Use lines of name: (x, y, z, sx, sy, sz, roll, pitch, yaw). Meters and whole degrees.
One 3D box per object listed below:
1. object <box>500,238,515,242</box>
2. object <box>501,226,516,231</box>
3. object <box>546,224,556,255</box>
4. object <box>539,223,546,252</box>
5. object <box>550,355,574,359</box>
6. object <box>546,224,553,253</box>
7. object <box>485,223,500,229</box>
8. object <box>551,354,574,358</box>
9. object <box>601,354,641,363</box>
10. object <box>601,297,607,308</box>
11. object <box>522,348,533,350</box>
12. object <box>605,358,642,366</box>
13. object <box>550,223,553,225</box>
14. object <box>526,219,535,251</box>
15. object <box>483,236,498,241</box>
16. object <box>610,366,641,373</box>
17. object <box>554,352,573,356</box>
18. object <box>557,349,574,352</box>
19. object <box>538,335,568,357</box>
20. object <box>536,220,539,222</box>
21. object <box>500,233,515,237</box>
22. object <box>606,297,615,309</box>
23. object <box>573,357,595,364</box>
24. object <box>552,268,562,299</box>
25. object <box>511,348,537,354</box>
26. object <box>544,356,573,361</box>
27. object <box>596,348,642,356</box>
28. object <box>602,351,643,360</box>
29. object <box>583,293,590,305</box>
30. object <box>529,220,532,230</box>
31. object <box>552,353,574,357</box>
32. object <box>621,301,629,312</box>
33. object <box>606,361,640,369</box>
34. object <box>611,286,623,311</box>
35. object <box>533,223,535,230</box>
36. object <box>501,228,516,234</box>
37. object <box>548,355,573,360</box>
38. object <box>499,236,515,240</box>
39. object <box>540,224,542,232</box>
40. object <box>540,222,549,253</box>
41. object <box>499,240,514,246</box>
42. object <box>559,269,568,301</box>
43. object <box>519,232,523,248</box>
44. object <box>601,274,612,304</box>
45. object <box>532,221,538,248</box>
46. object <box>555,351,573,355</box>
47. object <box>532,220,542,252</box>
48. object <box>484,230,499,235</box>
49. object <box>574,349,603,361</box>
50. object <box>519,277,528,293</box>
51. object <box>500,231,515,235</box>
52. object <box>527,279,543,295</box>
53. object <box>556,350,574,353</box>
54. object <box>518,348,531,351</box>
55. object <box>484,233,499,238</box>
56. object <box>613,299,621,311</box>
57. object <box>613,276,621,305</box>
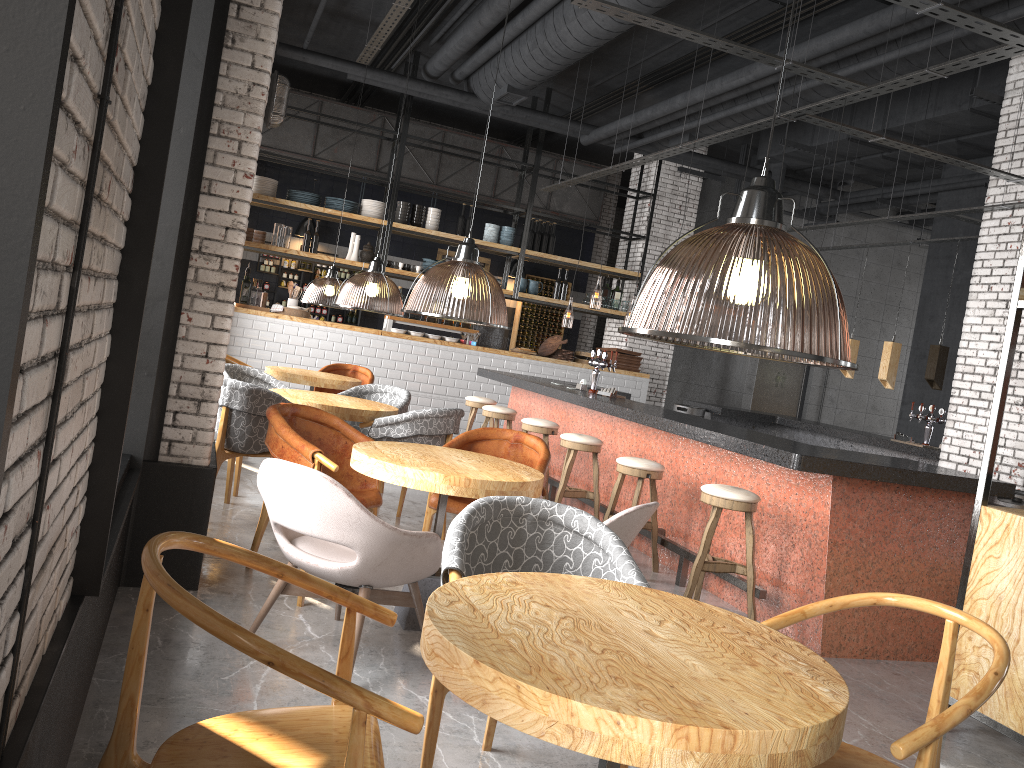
object: (-0.075, -2.003, 12.516, 0.218, 0.093, 0.219, 8, 3, -36)
object: (-0.052, -2.161, 12.514, 0.218, 0.091, 0.218, 9, 2, -2)
object: (0.572, -2.055, 12.633, 0.098, 0.458, 0.098, 8, 2, -42)
object: (0.427, -2.083, 12.724, 0.098, 0.458, 0.098, 8, 2, -42)
object: (0.667, -0.389, 12.534, 0.458, 0.019, 0.407, 10, 3, 9)
object: (0.528, -2.068, 12.760, 0.098, 0.458, 0.098, 8, 2, -42)
object: (-0.271, -2.204, 12.454, 0.210, 0.074, 0.210, 9, 2, -15)
object: (0.664, -0.406, 12.531, 0.407, 0.019, 0.457, 11, 3, 39)
object: (1.537, -0.370, 12.783, 0.404, 0.044, 0.637, 9, 3, -19)
object: (1.328, -1.193, 12.932, 0.118, 0.181, 0.118, 10, 2, 13)
object: (0.212, -0.481, 12.160, 0.184, 0.011, 0.254, 10, 3, 2)
object: (1.530, -0.327, 12.784, 0.404, 0.044, 0.637, 8, 3, -23)
object: (0.565, -2.291, 12.755, 0.046, 0.031, 0.046, 8, 2, -27)
object: (0.267, -2.101, 12.523, 0.098, 0.458, 0.098, 10, 1, 3)
object: (-0.303, -2.034, 12.459, 0.210, 0.069, 0.210, 11, 3, 36)
object: (1.516, -0.239, 12.786, 0.404, 0.044, 0.637, 8, 3, -24)
object: (0.660, -0.439, 12.524, 0.407, 0.019, 0.458, 11, 3, 23)
object: (0.670, -0.486, 12.525, 0.407, 0.019, 0.458, 11, 3, 27)
object: (0.557, -0.527, 12.369, 0.241, 0.338, 0.489, 8, 2, -34)
object: (0.360, -2.322, 12.681, 0.046, 0.031, 0.046, 8, 3, -42)
object: (-0.072, -2.067, 12.513, 0.218, 0.092, 0.218, 10, 2, 16)
object: (1.436, -1.178, 12.986, 0.118, 0.181, 0.119, 8, 2, -43)
object: (1.092, -0.331, 12.643, 0.437, 0.097, 0.437, 10, 2, 5)
object: (0.665, -1.447, 12.862, 0.098, 0.471, 0.098, 9, 2, -31)
object: (0.137, -0.464, 12.304, 0.214, 0.013, 0.522, 8, 3, -24)
object: (0.667, -0.357, 12.536, 0.458, 0.019, 0.406, 10, 3, 16)
object: (1.525, -0.459, 12.704, 0.406, 0.094, 0.637, 8, 3, -22)
object: (1.545, -0.414, 12.782, 0.404, 0.044, 0.637, 8, 3, -26)
object: (1.091, -1.230, 12.876, 0.118, 0.181, 0.118, 11, 2, 34)
object: (0.223, -2.114, 12.650, 0.098, 0.458, 0.098, 10, 1, 3)
object: (0.647, -0.424, 12.509, 0.406, 0.019, 0.458, 9, 3, -6)
object: (1.674, -1.140, 13.036, 0.118, 0.181, 0.118, 10, 2, 4)
object: (1.523, -0.283, 12.785, 0.405, 0.044, 0.637, 9, 3, -17)
object: (1.549, -1.278, 13.217, 0.156, 0.405, 0.106, 9, 1, -16)
object: (0.279, -2.112, 12.814, 0.098, 0.458, 0.098, 10, 1, 3)
object: (-0.052, -2.130, 12.514, 0.218, 0.096, 0.219, 8, 3, -36)
object: (0.687, -0.370, 12.534, 0.459, 0.019, 0.406, 12, 3, 43)
object: (-0.077, -2.036, 12.510, 0.218, 0.092, 0.219, 8, 3, -30)
object: (0.383, -2.096, 12.851, 0.098, 0.458, 0.098, 8, 2, -42)
object: (0.472, -2.070, 12.597, 0.098, 0.458, 0.098, 8, 2, -42)
object: (-0.084, -1.971, 12.514, 0.219, 0.085, 0.218, 11, 3, 39)
object: (0.765, -1.432, 12.898, 0.098, 0.471, 0.098, 9, 1, -12)
object: (0.180, -2.133, 12.777, 0.098, 0.471, 0.098, 10, 1, 3)
object: (1.391, -1.376, 13.139, 0.156, 0.554, 0.106, 9, 1, -16)
object: (0.323, -2.099, 12.686, 0.098, 0.458, 0.098, 10, 1, 3)
object: (0.687, -0.451, 12.534, 0.459, 0.019, 0.406, 10, 3, 23)
object: (0.368, -2.086, 12.559, 0.098, 0.458, 0.098, 10, 1, 3)
object: (-0.291, -2.120, 12.455, 0.210, 0.078, 0.210, 10, 2, 2)
object: (1.105, -0.397, 12.645, 0.437, 0.154, 0.439, 11, 3, 27)
object: (0.144, -1.402, 12.665, 0.198, 0.230, 0.166, 9, 2, -13)
object: (-0.067, -2.099, 12.513, 0.218, 0.092, 0.218, 10, 3, 21)
object: (0.314, -1.376, 12.713, 0.199, 0.230, 0.165, 11, 2, 41)
object: (0.684, -0.468, 12.533, 0.458, 0.019, 0.406, 10, 3, 14)
object: (0.152, -0.483, 12.210, 0.172, 0.010, 0.369, 9, 3, -10)
object: (-0.295, -2.077, 12.462, 0.209, 0.074, 0.210, 7, 3, -45)
object: (1.542, -1.163, 13.044, 0.118, 0.181, 0.119, 8, 2, -36)
object: (1.563, -1.353, 13.211, 0.140, 0.550, 0.097, 9, 1, -16)
